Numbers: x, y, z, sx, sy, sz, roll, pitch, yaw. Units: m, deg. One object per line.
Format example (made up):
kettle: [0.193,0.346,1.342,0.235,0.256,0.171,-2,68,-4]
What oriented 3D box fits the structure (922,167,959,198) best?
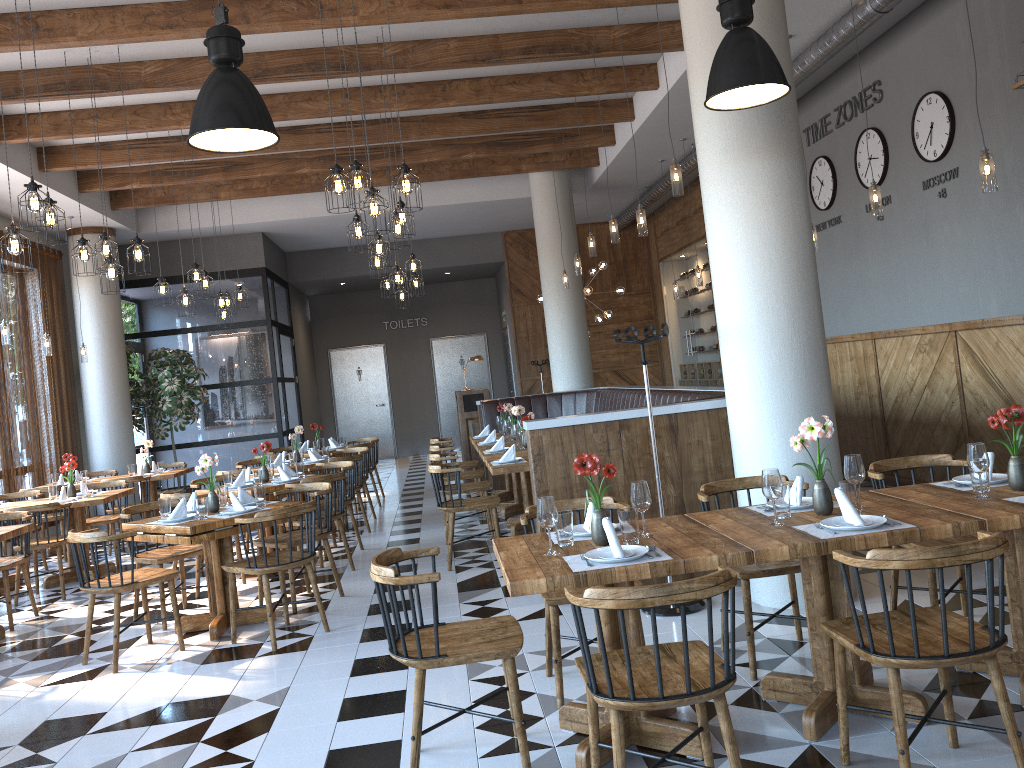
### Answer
structure: [3.474,-1.598,7.170,0.021,0.200,0.498,-6,0,-5]

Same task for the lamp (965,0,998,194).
lamp: [2.677,-2.095,5.192,0.078,1.966,0.078,-7,-2,27]

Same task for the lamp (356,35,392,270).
lamp: [-1.206,-1.997,7.421,0.175,2.073,0.174,-5,-2,-35]

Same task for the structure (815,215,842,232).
structure: [3.288,-1.660,9.200,0.021,0.080,0.582,-6,1,-5]

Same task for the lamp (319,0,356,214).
lamp: [-1.221,-2.153,5.778,0.175,2.073,0.175,-6,-2,2]

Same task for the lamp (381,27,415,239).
lamp: [-1.006,-2.251,7.380,0.175,2.073,0.174,-5,-2,-35]

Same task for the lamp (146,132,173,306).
lamp: [-3.785,-1.863,9.377,0.175,2.073,0.174,-5,-2,-44]

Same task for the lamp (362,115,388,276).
lamp: [-1.560,-2.215,9.685,0.175,2.073,0.174,-6,-2,-22]

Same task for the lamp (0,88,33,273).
lamp: [-3.268,-1.748,5.680,0.175,2.073,0.174,-6,-2,-19]

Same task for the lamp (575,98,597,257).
lamp: [0.771,-2.358,9.628,0.078,1.966,0.078,-7,-2,30]

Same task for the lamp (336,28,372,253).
lamp: [-1.348,-2.111,7.244,0.175,2.073,0.175,-7,-2,22]

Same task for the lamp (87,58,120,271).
lamp: [-3.450,-1.978,7.351,0.175,2.073,0.175,-7,-2,14]

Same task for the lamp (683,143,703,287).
lamp: [2.174,-2.160,10.781,0.078,1.966,0.078,-6,-2,-19]

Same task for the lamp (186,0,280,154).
lamp: [-1.311,-1.981,3.879,0.391,1.867,0.389,-6,-2,-18]

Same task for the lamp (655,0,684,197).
lamp: [1.070,-2.312,6.303,0.078,1.966,0.078,-5,-2,-30]

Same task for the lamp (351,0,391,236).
lamp: [-0.988,-2.003,5.758,0.175,2.073,0.175,-7,-2,13]

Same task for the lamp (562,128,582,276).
lamp: [0.693,-2.275,10.609,0.078,1.966,0.078,-6,-2,-19]

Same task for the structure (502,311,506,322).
structure: [-0.151,-1.327,17.424,0.025,0.197,0.565,-6,0,-5]

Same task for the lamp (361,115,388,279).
lamp: [-1.530,-2.159,9.477,0.175,2.073,0.174,-5,-2,-33]

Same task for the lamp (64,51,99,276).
lamp: [-3.544,-1.909,7.167,0.175,2.073,0.175,-6,-2,3]

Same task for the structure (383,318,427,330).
structure: [-2.226,-1.257,18.479,0.916,0.166,0.035,-6,-2,-5]

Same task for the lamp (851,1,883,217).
lamp: [2.552,-2.197,6.476,0.078,1.966,0.078,-5,-2,-30]

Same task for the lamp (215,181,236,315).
lamp: [-3.795,-1.930,11.555,0.175,2.073,0.175,-6,-2,-4]

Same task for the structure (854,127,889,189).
structure: [3.319,-2.082,8.187,0.046,0.561,0.560,-6,-1,-5]

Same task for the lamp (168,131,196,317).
lamp: [-3.581,-1.755,9.487,0.175,2.073,0.174,-6,-2,-11]

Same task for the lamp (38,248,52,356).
lamp: [-5.446,-1.303,10.228,0.078,1.966,0.078,-6,-2,-19]

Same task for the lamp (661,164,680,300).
lamp: [2.088,-2.103,11.826,0.078,1.966,0.078,-7,-2,27]

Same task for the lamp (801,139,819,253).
lamp: [2.466,-2.093,7.577,0.078,1.966,0.078,-8,-2,35]

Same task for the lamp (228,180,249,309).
lamp: [-3.610,-2.007,11.478,0.175,2.073,0.175,-7,-2,7]

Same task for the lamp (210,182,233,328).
lamp: [-3.771,-1.755,11.335,0.175,2.073,0.175,-7,-2,7]

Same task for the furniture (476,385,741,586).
furniture: [0.809,0.702,8.882,1.918,1.151,6.581,-6,1,-5]

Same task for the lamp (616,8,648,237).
lamp: [0.984,-2.208,7.404,0.078,1.966,0.078,-8,-2,35]

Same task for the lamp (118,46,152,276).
lamp: [-3.108,-1.914,7.171,0.175,2.073,0.174,-6,-2,-19]

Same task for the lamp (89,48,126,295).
lamp: [-3.312,-1.759,7.142,0.175,2.073,0.175,-7,-2,14]

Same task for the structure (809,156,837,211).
structure: [3.229,-2.083,9.204,0.046,0.561,0.560,-6,-1,-5]

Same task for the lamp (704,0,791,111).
lamp: [0.975,-2.238,4.091,0.391,1.867,0.389,-5,-2,-28]

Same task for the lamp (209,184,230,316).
lamp: [-3.737,-1.888,11.123,0.175,2.073,0.174,-5,-2,-26]

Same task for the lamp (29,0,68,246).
lamp: [-3.098,-1.943,5.786,0.175,2.073,0.174,-5,-2,-30]

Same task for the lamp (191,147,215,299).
lamp: [-3.399,-1.952,9.564,0.175,2.073,0.174,-6,-2,-22]

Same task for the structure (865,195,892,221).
structure: [3.385,-1.599,8.171,0.021,0.200,0.442,-6,0,-5]

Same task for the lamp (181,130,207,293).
lamp: [-3.421,-2.004,9.358,0.175,2.073,0.174,-6,-2,-11]

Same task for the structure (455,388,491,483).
structure: [-0.450,0.723,12.855,0.645,1.302,1.044,-6,-1,-5]

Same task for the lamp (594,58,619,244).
lamp: [0.877,-2.323,8.475,0.078,1.966,0.078,-7,-2,14]

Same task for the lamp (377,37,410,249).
lamp: [-1.069,-2.190,7.574,0.174,2.073,0.175,-8,-2,44]

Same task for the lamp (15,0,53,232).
lamp: [-3.089,-1.999,5.580,0.175,2.073,0.174,-6,-2,-19]

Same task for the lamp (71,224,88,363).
lamp: [-5.531,-1.247,11.272,0.078,1.966,0.078,-7,-2,27]

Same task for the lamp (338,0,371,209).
lamp: [-1.130,-2.222,5.964,0.175,2.073,0.175,-7,-2,13]

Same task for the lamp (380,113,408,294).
lamp: [-1.326,-2.008,9.581,0.175,2.073,0.174,-6,-2,-22]

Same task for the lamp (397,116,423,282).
lamp: [-1.177,-2.158,9.733,0.174,2.073,0.175,-8,-2,35]

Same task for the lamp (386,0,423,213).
lamp: [-0.784,-2.158,5.791,0.175,2.073,0.174,-6,-2,-20]

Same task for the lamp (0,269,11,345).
lamp: [-5.368,-1.386,9.247,0.078,1.966,0.078,-6,-2,-15]

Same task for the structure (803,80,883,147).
structure: [3.172,-2.628,9.251,0.033,0.199,2.726,-6,1,-5]
